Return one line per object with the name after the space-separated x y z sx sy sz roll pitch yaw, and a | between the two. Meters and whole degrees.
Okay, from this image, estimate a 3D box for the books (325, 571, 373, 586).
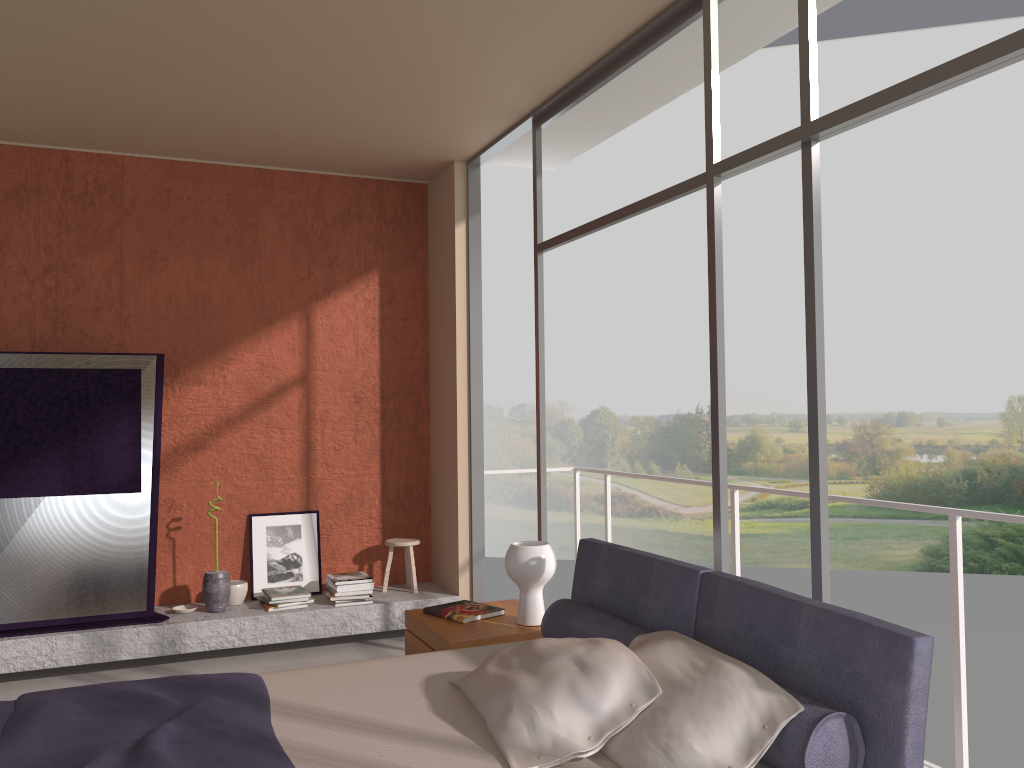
-1.057 1.262 5.752 0.247 0.025 0.287 0 -2 -23 | books

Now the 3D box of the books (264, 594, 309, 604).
-1.427 1.343 5.608 0.247 0.025 0.287 0 -2 -21 | books

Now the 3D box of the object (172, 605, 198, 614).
-2.007 1.391 5.441 0.152 0.040 0.152 -1 -2 12 | object

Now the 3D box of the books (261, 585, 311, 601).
-1.430 1.322 5.613 0.247 0.018 0.328 0 -2 -26 | books

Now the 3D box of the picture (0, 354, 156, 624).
-2.631 0.575 5.047 1.129 1.496 0.126 0 -2 -23 | picture

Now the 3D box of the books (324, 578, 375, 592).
-1.054 1.293 5.746 0.247 0.038 0.319 0 -2 -26 | books

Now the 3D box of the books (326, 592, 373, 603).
-1.056 1.374 5.748 0.247 0.018 0.287 0 -2 -23 | books

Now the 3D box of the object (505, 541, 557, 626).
0.082 0.855 3.808 0.224 0.338 0.224 0 -2 -12 | object

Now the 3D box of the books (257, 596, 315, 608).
-1.435 1.365 5.619 0.247 0.018 0.328 1 -2 -38 | books

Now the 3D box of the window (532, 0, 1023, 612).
1.333 -0.042 2.241 0.075 3.133 6.106 0 -2 -23 | window

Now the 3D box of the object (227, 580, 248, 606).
-1.781 1.339 5.664 0.179 0.137 0.180 0 -2 -11 | object

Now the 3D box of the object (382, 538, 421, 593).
-0.731 1.237 6.038 0.260 0.349 0.257 -2 -2 36 | object

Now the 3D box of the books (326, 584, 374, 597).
-1.054 1.325 5.745 0.247 0.027 0.328 0 -2 -21 | books

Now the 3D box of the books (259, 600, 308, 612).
-1.444 1.388 5.606 0.247 0.025 0.287 0 -2 -26 | books

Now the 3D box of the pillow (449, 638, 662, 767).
0.095 0.897 2.671 0.431 0.264 0.869 0 -2 -15 | pillow

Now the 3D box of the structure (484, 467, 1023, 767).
1.638 0.948 2.544 0.728 1.005 7.689 0 -2 -23 | structure

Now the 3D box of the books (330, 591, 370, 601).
-1.049 1.352 5.725 0.247 0.025 0.287 0 -2 -12 | books

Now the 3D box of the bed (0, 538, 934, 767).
-0.469 1.071 2.345 2.462 0.959 2.017 0 -2 -23 | bed

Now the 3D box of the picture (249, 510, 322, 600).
-1.505 1.133 5.901 0.458 0.550 0.117 0 -2 -23 | picture

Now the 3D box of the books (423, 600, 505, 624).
-0.216 1.024 3.994 0.247 0.025 0.287 1 -3 -42 | books

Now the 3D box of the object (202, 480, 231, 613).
-1.824 0.997 5.473 0.165 0.810 0.165 -1 -2 0 | object

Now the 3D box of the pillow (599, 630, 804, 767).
0.405 0.875 2.414 0.400 0.265 0.791 0 -2 -20 | pillow

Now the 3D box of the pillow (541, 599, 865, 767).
0.483 0.894 2.744 0.205 0.201 1.470 0 -2 -23 | pillow

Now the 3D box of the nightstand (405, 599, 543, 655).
-0.111 1.311 3.906 0.562 0.556 0.628 0 -2 -23 | nightstand

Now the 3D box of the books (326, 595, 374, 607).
-1.053 1.392 5.742 0.247 0.018 0.328 0 -2 -21 | books
